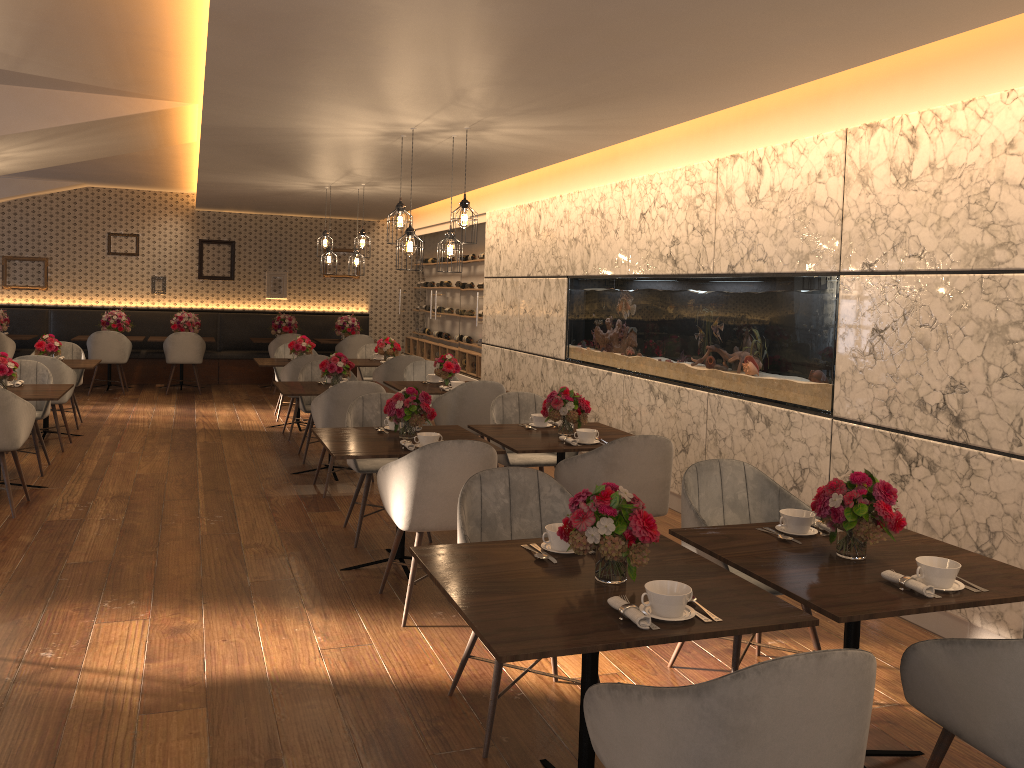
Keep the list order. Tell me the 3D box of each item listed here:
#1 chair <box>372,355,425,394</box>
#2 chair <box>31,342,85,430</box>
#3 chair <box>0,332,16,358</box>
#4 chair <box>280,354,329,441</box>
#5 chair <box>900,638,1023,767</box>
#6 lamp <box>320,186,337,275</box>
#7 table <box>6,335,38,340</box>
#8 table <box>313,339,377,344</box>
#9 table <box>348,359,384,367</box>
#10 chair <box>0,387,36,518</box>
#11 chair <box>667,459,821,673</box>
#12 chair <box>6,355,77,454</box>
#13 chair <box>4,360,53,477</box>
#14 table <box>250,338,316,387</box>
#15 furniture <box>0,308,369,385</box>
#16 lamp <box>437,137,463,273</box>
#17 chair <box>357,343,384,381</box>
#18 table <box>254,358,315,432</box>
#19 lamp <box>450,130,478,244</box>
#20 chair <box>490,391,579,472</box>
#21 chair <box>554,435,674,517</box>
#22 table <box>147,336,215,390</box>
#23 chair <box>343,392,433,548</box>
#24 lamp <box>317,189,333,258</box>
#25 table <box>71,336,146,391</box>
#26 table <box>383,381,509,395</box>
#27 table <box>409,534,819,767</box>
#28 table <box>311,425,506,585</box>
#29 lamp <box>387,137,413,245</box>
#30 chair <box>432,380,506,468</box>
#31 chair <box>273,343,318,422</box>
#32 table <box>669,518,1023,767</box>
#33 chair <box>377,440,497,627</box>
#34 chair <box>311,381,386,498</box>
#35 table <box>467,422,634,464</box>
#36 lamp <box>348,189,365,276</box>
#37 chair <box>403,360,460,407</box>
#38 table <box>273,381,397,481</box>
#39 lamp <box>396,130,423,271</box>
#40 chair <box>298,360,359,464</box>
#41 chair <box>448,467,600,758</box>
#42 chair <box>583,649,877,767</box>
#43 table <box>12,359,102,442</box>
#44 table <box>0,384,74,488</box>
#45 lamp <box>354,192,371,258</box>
[{"bbox_3d":[-1.173,0.108,9.402,0.565,0.870,0.528,1,4,-20],"label":"chair"},{"bbox_3d":[-4.731,0.010,9.198,0.565,0.870,0.528,1,4,-20],"label":"chair"},{"bbox_3d":[-6.771,-0.293,11.453,0.565,0.870,0.528,1,4,-20],"label":"chair"},{"bbox_3d":[-2.074,0.112,9.074,0.565,0.870,0.528,1,4,-20],"label":"chair"},{"bbox_3d":[1.396,0.928,2.332,0.565,0.870,0.528,1,4,-20],"label":"chair"},{"bbox_3d":[-1.970,-2.230,9.637,0.175,2.065,0.175,1,3,-19],"label":"lamp"},{"bbox_3d":[-7.039,-0.290,12.073,0.896,0.719,0.900,0,5,-20],"label":"table"},{"bbox_3d":[-2.575,-0.309,13.699,0.896,0.719,0.900,0,5,-20],"label":"table"},{"bbox_3d":[-1.440,0.111,10.023,0.896,0.719,0.900,0,5,-20],"label":"table"},{"bbox_3d":[-3.456,0.407,5.781,0.565,0.870,0.528,1,4,-20],"label":"chair"},{"bbox_3d":[0.958,0.784,3.584,0.565,0.870,0.528,1,4,-20],"label":"chair"},{"bbox_3d":[-4.248,0.154,7.962,0.565,0.870,0.528,1,4,-20],"label":"chair"},{"bbox_3d":[-3.938,0.263,7.017,0.565,0.870,0.528,1,4,-20],"label":"chair"},{"bbox_3d":[-3.477,-0.305,13.371,0.896,0.719,0.900,0,5,-20],"label":"table"},{"bbox_3d":[-5.634,-0.546,13.251,7.086,1.079,0.543,0,4,-20],"label":"furniture"},{"bbox_3d":[-0.415,-1.832,6.307,0.175,2.065,0.175,1,3,-19],"label":"lamp"},{"bbox_3d":[-1.611,-0.036,10.654,0.565,0.870,0.528,1,4,-20],"label":"chair"},{"bbox_3d":[-2.342,0.114,9.695,0.896,0.719,0.900,0,5,-20],"label":"table"},{"bbox_3d":[-0.296,-1.989,5.990,0.175,2.065,0.175,1,3,-19],"label":"lamp"},{"bbox_3d":[0.113,0.514,5.909,0.565,0.870,0.528,1,4,-20],"label":"chair"},{"bbox_3d":[0.551,0.658,4.657,0.565,0.870,0.528,1,4,-20],"label":"chair"},{"bbox_3d":[-4.807,-0.300,12.886,0.896,0.719,0.900,0,5,-20],"label":"table"},{"bbox_3d":[-0.789,0.518,5.581,0.565,0.870,0.528,1,4,-20],"label":"chair"},{"bbox_3d":[-2.076,-2.458,9.936,0.175,2.065,0.175,1,3,-19],"label":"lamp"},{"bbox_3d":[-5.708,-0.296,12.558,0.896,0.719,0.900,0,5,-20],"label":"table"},{"bbox_3d":[-0.595,0.380,7.697,0.896,0.719,0.900,0,5,-20],"label":"table"},{"bbox_3d":[0.227,0.934,2.624,0.896,0.719,0.900,0,5,-20],"label":"table"},{"bbox_3d":[-0.618,0.665,4.949,0.896,0.719,0.900,0,5,-20],"label":"table"},{"bbox_3d":[-0.783,-2.046,6.377,0.175,2.065,0.175,1,3,-19],"label":"lamp"},{"bbox_3d":[-0.328,0.378,7.077,0.565,0.870,0.528,1,4,-20],"label":"chair"},{"bbox_3d":[-2.513,-0.033,10.326,0.565,0.870,0.528,1,4,-20],"label":"chair"},{"bbox_3d":[1.129,0.931,2.952,0.896,0.719,0.900,0,5,-20],"label":"table"},{"bbox_3d":[-0.350,0.662,4.329,0.565,0.870,0.528,1,4,-20],"label":"chair"},{"bbox_3d":[-1.229,0.382,6.749,0.565,0.870,0.528,1,4,-20],"label":"chair"},{"bbox_3d":[0.284,0.661,5.278,0.896,0.719,0.900,0,5,-20],"label":"table"},{"bbox_3d":[-1.708,-2.245,9.867,0.175,2.065,0.175,1,3,-19],"label":"lamp"},{"bbox_3d":[-0.767,0.233,8.329,0.565,0.870,0.528,1,4,-20],"label":"chair"},{"bbox_3d":[-1.496,0.384,7.369,0.896,0.719,0.900,0,5,-20],"label":"table"},{"bbox_3d":[-0.677,-1.817,6.077,0.175,2.065,0.175,1,3,-19],"label":"lamp"},{"bbox_3d":[-1.668,0.237,8.000,0.565,0.870,0.528,1,4,-20],"label":"chair"},{"bbox_3d":[0.056,0.787,3.255,0.565,0.870,0.528,1,4,-20],"label":"chair"},{"bbox_3d":[0.495,0.932,2.004,0.565,0.870,0.528,1,4,-20],"label":"chair"},{"bbox_3d":[-4.516,0.157,8.583,0.896,0.719,0.900,0,5,-20],"label":"table"},{"bbox_3d":[-3.723,0.410,6.401,0.896,0.719,0.900,0,5,-20],"label":"table"},{"bbox_3d":[-1.590,-2.402,9.549,0.175,2.065,0.175,1,3,-19],"label":"lamp"}]
